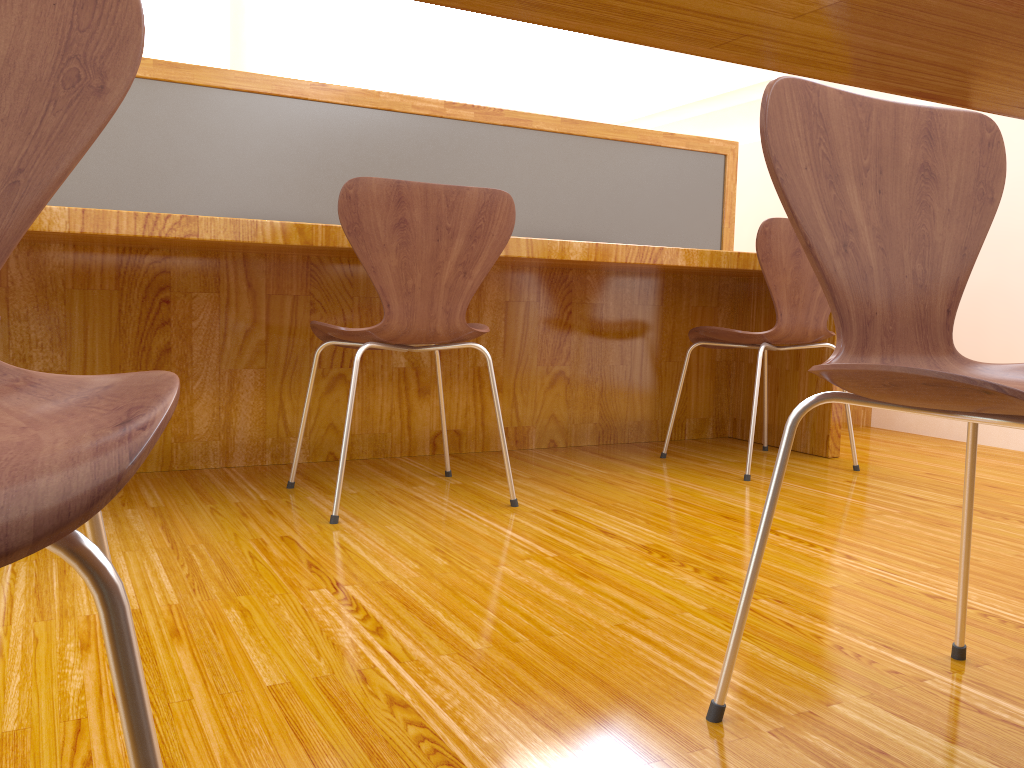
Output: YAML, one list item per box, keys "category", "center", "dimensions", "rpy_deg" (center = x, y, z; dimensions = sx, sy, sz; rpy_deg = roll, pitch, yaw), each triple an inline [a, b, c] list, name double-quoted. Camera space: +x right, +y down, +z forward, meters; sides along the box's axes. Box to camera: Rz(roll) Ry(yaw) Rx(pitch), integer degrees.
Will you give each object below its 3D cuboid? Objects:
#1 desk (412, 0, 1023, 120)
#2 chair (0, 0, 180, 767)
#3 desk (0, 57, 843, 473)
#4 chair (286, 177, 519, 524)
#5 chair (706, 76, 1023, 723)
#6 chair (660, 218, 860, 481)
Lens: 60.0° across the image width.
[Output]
- category: "desk"
  center: [0.890, 0.253, 0.005]
  dimensions: [3.243, 0.785, 1.527]
  rpy_deg: [-1, 6, -28]
- category: "chair"
  center: [-0.365, 0.055, 0.420]
  dimensions: [0.428, 0.693, 0.381]
  rpy_deg: [-1, 6, -28]
- category: "desk"
  center: [-0.689, -0.309, 2.485]
  dimensions: [3.216, 1.022, 1.248]
  rpy_deg: [-1, 6, -28]
- category: "chair"
  center: [-0.249, -0.081, 1.992]
  dimensions: [0.428, 0.693, 0.381]
  rpy_deg: [-1, 6, -28]
- category: "chair"
  center: [0.494, 0.037, 0.874]
  dimensions: [0.428, 0.693, 0.381]
  rpy_deg: [-1, 6, -28]
- category: "chair"
  center: [0.722, -0.105, 2.548]
  dimensions: [0.428, 0.693, 0.381]
  rpy_deg: [-1, 6, -28]
